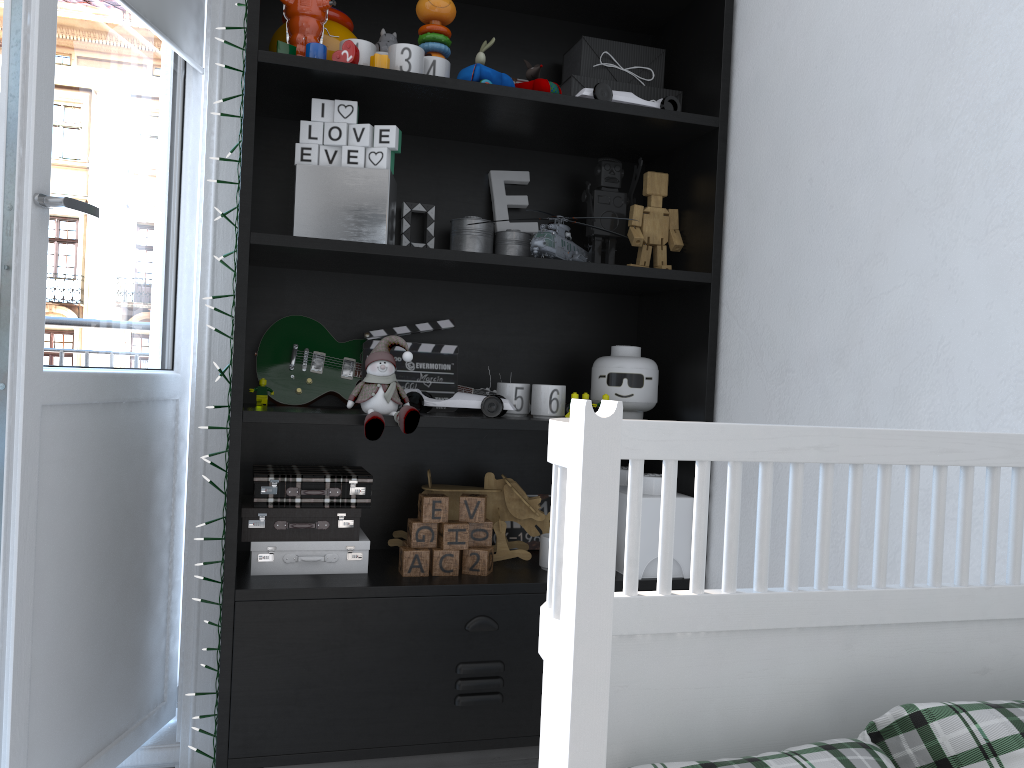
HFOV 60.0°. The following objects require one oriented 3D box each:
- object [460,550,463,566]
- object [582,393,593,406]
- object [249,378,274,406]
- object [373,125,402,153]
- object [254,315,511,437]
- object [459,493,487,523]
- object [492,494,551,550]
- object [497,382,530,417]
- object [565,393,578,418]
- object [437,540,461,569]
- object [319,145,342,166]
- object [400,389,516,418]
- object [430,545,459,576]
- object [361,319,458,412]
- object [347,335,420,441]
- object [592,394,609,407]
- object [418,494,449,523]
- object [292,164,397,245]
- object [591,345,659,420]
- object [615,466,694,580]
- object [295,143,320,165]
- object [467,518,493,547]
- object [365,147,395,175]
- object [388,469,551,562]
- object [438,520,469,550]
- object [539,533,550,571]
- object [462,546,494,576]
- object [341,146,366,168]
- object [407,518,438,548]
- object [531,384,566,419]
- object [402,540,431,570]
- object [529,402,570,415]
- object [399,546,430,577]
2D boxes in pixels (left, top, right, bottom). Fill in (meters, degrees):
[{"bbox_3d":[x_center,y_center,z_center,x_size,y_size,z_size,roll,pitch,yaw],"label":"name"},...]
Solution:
[{"bbox_3d":[-0.076,0.341,1.778,0.050,0.050,0.050,3,0,-17],"label":"object"},{"bbox_3d":[0.147,0.045,1.787,0.042,0.054,0.031,2,1,-17],"label":"object"},{"bbox_3d":[-0.482,0.016,1.708,0.042,0.054,0.031,3,1,-7],"label":"object"},{"bbox_3d":[-0.225,-0.444,1.608,0.040,0.040,0.040,3,0,8],"label":"object"},{"bbox_3d":[-0.258,-0.013,1.855,0.542,0.239,0.093,3,1,-16],"label":"object"},{"bbox_3d":[-0.076,0.242,1.730,0.050,0.050,0.050,3,0,3],"label":"object"},{"bbox_3d":[0.036,0.308,1.983,0.347,0.120,0.034,3,1,-17],"label":"object"},{"bbox_3d":[0.002,0.032,1.792,0.067,0.067,0.067,3,0,-3],"label":"object"},{"bbox_3d":[0.122,0.044,1.724,0.031,0.054,0.042,3,1,33],"label":"object"},{"bbox_3d":[-0.132,0.339,1.757,0.050,0.050,0.050,3,0,-17],"label":"object"},{"bbox_3d":[-0.330,-0.408,1.613,0.040,0.040,0.040,3,0,-12],"label":"object"},{"bbox_3d":[-0.107,0.037,1.718,0.230,0.048,0.098,3,0,8],"label":"object"},{"bbox_3d":[-0.130,0.339,1.701,0.050,0.050,0.050,3,0,-12],"label":"object"},{"bbox_3d":[-0.210,-0.042,1.841,0.201,0.199,0.048,3,1,-17],"label":"object"},{"bbox_3d":[-0.222,0.005,1.561,0.110,0.186,0.129,2,1,-30],"label":"object"},{"bbox_3d":[0.185,0.047,1.767,0.042,0.054,0.031,3,1,28],"label":"object"},{"bbox_3d":[-0.151,0.239,1.705,0.050,0.050,0.050,3,0,-17],"label":"object"},{"bbox_3d":[-0.307,-0.319,1.643,0.170,0.138,0.124,3,0,-2],"label":"object"},{"bbox_3d":[0.237,0.001,1.866,0.139,0.162,0.139,2,1,-42],"label":"object"},{"bbox_3d":[0.263,0.282,1.866,0.132,0.199,0.267,2,0,-17],"label":"object"},{"bbox_3d":[-0.368,-0.410,1.604,0.040,0.040,0.040,3,0,-2],"label":"object"},{"bbox_3d":[-0.069,0.292,1.747,0.050,0.050,0.050,3,0,-17],"label":"object"},{"bbox_3d":[-0.239,-0.404,1.608,0.040,0.040,0.040,3,0,13],"label":"object"},{"bbox_3d":[-0.083,0.275,1.853,0.337,0.186,0.111,3,1,-2],"label":"object"},{"bbox_3d":[-0.113,0.290,1.705,0.050,0.050,0.050,3,0,-17],"label":"object"},{"bbox_3d":[0.089,0.340,1.789,0.067,0.067,0.067,3,0,-3],"label":"object"},{"bbox_3d":[-0.066,0.342,1.721,0.050,0.050,0.050,3,0,13],"label":"object"},{"bbox_3d":[-0.285,-0.406,1.607,0.040,0.040,0.040,3,0,-2],"label":"object"},{"bbox_3d":[-0.173,0.287,1.708,0.050,0.050,0.050,3,0,-17],"label":"object"},{"bbox_3d":[0.072,0.035,1.764,0.067,0.067,0.067,3,0,-3],"label":"object"},{"bbox_3d":[-0.187,0.336,1.741,0.050,0.050,0.050,3,0,-17],"label":"object"},{"bbox_3d":[0.069,0.051,1.928,0.163,0.034,0.069,3,0,-17],"label":"object"},{"bbox_3d":[-0.186,0.336,1.684,0.050,0.050,0.050,3,0,-17],"label":"object"}]
